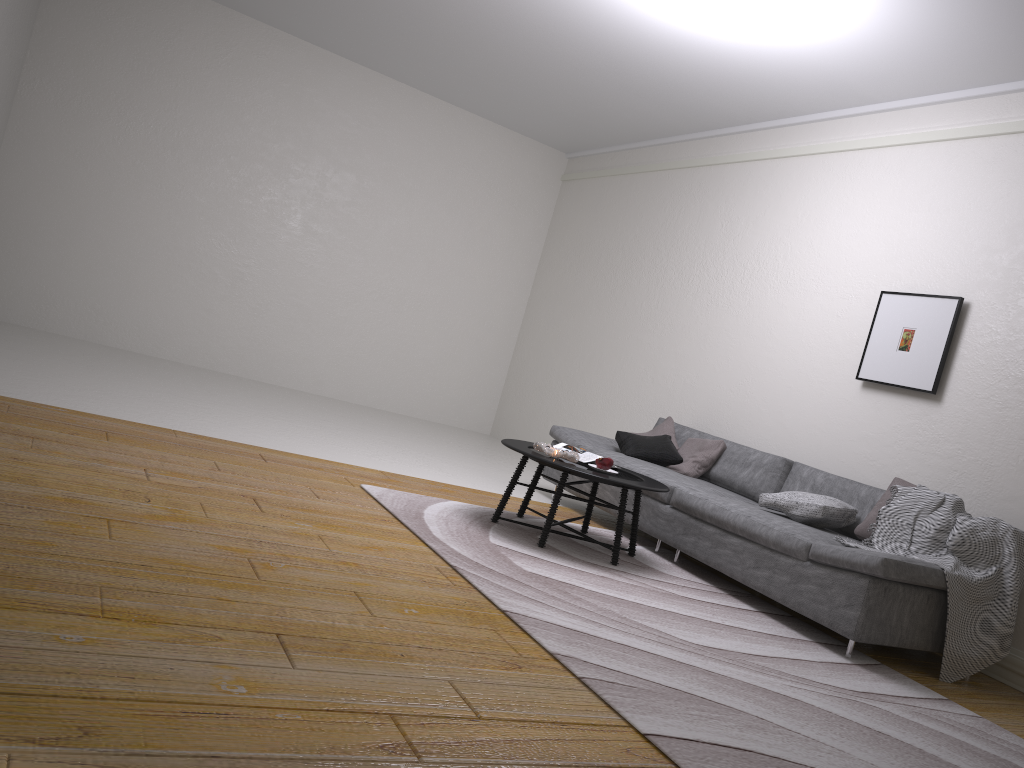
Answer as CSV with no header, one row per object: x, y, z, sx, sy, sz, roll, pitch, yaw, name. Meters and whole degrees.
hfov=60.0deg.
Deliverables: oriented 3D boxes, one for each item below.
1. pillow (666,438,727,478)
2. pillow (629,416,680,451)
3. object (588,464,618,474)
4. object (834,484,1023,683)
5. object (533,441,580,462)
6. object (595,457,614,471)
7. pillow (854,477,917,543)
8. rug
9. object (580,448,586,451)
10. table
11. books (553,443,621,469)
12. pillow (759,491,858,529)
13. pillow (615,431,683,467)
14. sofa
1.223,0.483,6.095,0.343,0.318,0.416,15,2,-28,pillow
1.017,0.432,6.468,0.354,0.448,0.476,16,1,-7,pillow
0.483,0.456,4.708,0.166,0.015,0.169,16,2,17,object
2.005,0.945,4.316,0.870,0.866,0.630,17,1,27,object
0.236,0.361,4.708,0.256,0.062,0.251,15,2,-21,object
0.494,0.423,4.696,0.110,0.082,0.089,16,1,6,object
2.039,0.701,4.584,0.246,0.390,0.419,15,2,-27,pillow
0.810,1.033,3.614,1.983,0.008,3.647,15,2,-28,rug
0.407,0.394,5.184,0.118,0.036,0.122,17,2,23,object
0.336,0.644,4.794,0.960,0.449,0.928,15,2,-31,table
0.403,0.398,5.021,0.299,0.048,0.379,17,2,41,books
1.632,0.687,4.892,0.414,0.194,0.397,15,2,-42,pillow
0.945,0.460,6.155,0.423,0.268,0.399,16,1,-8,pillow
1.369,0.764,5.384,1.121,0.772,3.007,15,2,-28,sofa
